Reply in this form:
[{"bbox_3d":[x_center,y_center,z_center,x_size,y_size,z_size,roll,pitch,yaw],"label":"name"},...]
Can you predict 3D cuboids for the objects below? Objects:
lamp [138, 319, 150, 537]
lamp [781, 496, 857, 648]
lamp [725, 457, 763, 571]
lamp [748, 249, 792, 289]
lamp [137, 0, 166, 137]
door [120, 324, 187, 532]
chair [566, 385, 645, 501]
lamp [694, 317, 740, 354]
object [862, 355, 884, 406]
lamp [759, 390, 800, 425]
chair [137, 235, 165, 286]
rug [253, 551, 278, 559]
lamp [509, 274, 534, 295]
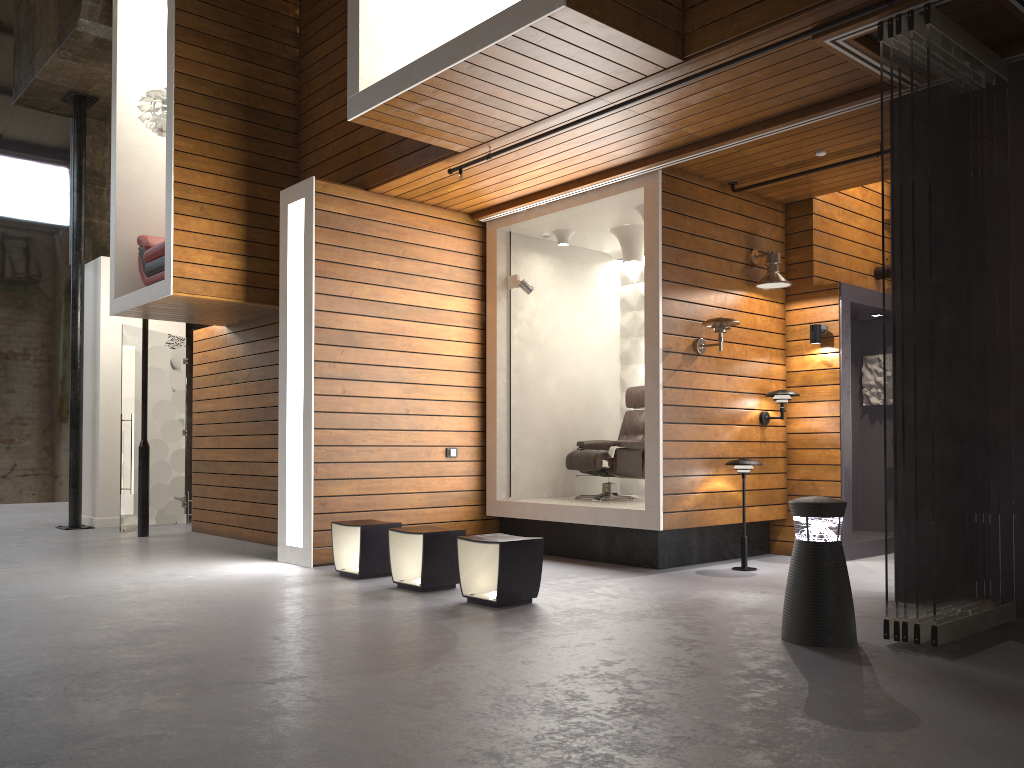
[{"bbox_3d":[-3.912,0.223,9.431,0.630,2.944,0.631,0,-1,0],"label":"lamp"},{"bbox_3d":[1.491,0.895,4.311,0.348,0.695,0.348,1,-2,-36],"label":"lamp"},{"bbox_3d":[1.789,0.998,6.830,0.288,0.861,0.288,-1,-2,34],"label":"lamp"},{"bbox_3d":[2.127,-0.966,7.285,0.295,0.331,0.346,2,-4,-39],"label":"lamp"},{"bbox_3d":[-3.209,-3.200,8.239,0.512,1.772,0.488,0,-2,12],"label":"lamp"},{"bbox_3d":[-4.195,0.529,10.422,0.146,2.301,1.288,0,-2,11],"label":"door"},{"bbox_3d":[0.981,0.530,8.218,0.825,1.070,0.756,1,-3,-26],"label":"chair"},{"bbox_3d":[1.569,-0.375,6.772,0.288,0.270,0.352,3,-4,-41],"label":"lamp"},{"bbox_3d":[3.498,-0.041,8.372,0.048,0.477,0.380,1,-3,-41],"label":"object"},{"bbox_3d":[2.227,0.190,7.357,0.288,0.296,0.327,2,-4,-41],"label":"lamp"},{"bbox_3d":[-2.900,-1.300,8.403,0.953,0.936,1.201,2,-4,-41],"label":"chair"},{"bbox_3d":[-1.525,1.519,8.117,1.579,0.014,0.541,4,-6,-41],"label":"rug"},{"bbox_3d":[0.080,-0.899,8.007,0.249,0.188,0.129,-1,-2,17],"label":"lamp"}]
